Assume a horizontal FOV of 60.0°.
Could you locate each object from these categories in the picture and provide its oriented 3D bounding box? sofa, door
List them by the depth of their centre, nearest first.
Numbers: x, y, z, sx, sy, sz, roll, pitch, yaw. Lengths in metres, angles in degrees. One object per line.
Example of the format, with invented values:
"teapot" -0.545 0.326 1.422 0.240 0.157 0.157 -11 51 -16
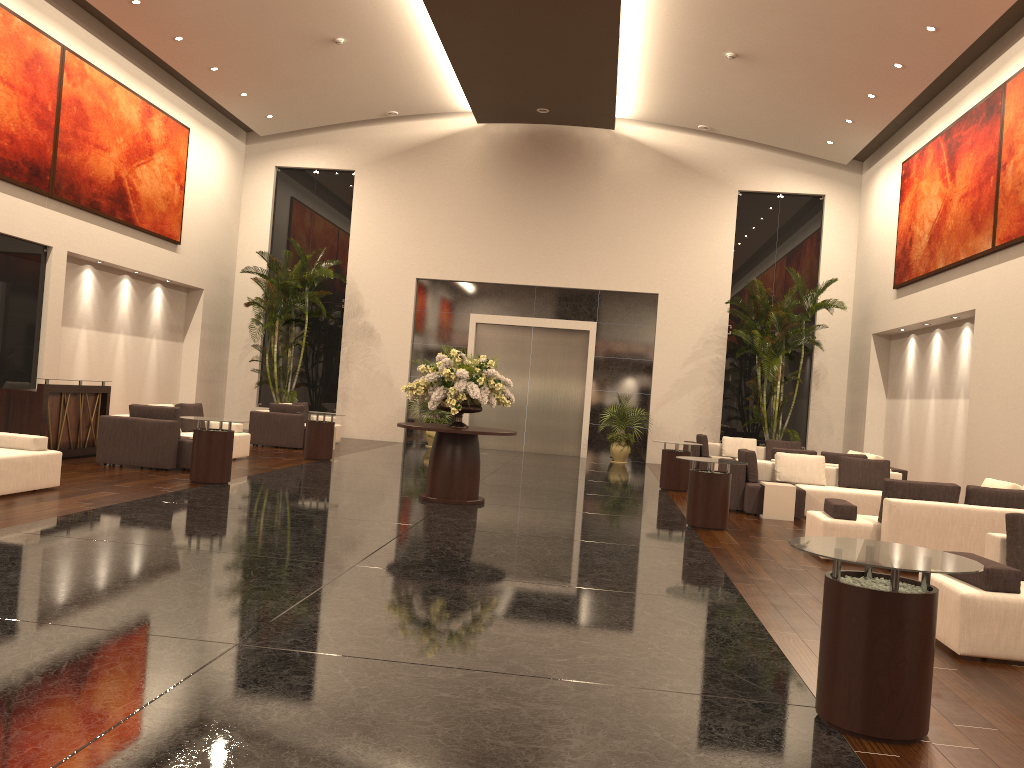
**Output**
"sofa" 3.935 1.323 4.567 2.586 0.862 3.366 4 -1 6
"sofa" -5.357 0.648 8.203 1.291 0.862 2.846 4 -1 6
"sofa" 4.451 1.420 9.892 2.586 0.862 3.366 4 -1 6
"sofa" 4.424 1.446 12.526 2.846 0.862 1.291 4 -1 6
"sofa" -4.841 0.743 13.350 1.291 0.862 2.846 4 -1 6
"sofa" 5.016 1.523 15.536 2.586 0.862 3.366 4 -1 6
"sofa" 4.989 1.549 18.170 2.846 0.862 1.291 4 -1 6
"sofa" -4.324 0.837 18.513 1.291 0.862 2.846 4 -1 6
"door" 0.395 0.134 21.537 2.767 3.048 0.040 4 -1 6

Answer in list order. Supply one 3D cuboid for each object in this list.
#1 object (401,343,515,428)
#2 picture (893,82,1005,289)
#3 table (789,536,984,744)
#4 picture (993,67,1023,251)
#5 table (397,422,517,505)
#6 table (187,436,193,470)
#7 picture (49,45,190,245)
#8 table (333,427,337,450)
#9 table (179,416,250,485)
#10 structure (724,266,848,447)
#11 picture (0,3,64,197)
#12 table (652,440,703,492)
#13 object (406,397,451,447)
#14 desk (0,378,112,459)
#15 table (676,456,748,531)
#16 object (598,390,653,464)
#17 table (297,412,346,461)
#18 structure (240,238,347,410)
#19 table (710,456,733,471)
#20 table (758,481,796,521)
"object" -0.620 0.002 11.186 1.453 1.097 1.402 5 -1 -38
"picture" 7.459 -3.176 15.349 0.070 2.526 4.515 4 -1 6
"table" 1.688 1.178 4.107 0.833 0.795 0.844 4 -1 45
"picture" 7.009 -3.259 10.851 0.070 2.526 4.515 4 -1 6
"table" -0.723 1.005 11.180 1.498 0.921 1.498 4 -1 -3
"table" -4.282 0.979 12.501 0.400 0.460 0.400 4 -1 6
"picture" -7.288 -4.293 16.847 0.070 2.526 4.515 4 -1 6
"table" -3.765 1.074 17.665 0.400 0.460 0.400 4 -1 6
"table" -3.743 0.835 11.082 0.833 0.795 0.844 5 -1 -33
"structure" 5.898 -0.245 19.608 2.436 4.611 2.531 5 -1 -23
"picture" -7.739 -4.375 12.348 0.070 2.526 4.515 4 -1 6
"table" 2.728 1.371 14.769 0.833 0.795 0.844 5 -1 -33
"object" -1.773 0.649 20.922 1.297 1.682 1.373 4 -1 39
"desk" -6.541 0.478 12.726 0.760 1.114 1.634 4 -1 6
"table" 2.325 1.294 10.466 0.833 0.795 0.844 5 -1 -33
"object" 2.521 0.974 20.433 1.297 1.682 1.373 4 -1 44
"table" -3.340 0.912 15.385 0.833 0.795 0.844 5 -1 -33
"structure" -5.227 -1.085 20.881 2.436 4.611 2.531 5 -1 -23
"table" 4.131 1.680 17.592 0.400 0.460 0.400 4 -1 6
"table" 3.565 1.576 11.948 0.400 0.460 0.400 4 -1 6
